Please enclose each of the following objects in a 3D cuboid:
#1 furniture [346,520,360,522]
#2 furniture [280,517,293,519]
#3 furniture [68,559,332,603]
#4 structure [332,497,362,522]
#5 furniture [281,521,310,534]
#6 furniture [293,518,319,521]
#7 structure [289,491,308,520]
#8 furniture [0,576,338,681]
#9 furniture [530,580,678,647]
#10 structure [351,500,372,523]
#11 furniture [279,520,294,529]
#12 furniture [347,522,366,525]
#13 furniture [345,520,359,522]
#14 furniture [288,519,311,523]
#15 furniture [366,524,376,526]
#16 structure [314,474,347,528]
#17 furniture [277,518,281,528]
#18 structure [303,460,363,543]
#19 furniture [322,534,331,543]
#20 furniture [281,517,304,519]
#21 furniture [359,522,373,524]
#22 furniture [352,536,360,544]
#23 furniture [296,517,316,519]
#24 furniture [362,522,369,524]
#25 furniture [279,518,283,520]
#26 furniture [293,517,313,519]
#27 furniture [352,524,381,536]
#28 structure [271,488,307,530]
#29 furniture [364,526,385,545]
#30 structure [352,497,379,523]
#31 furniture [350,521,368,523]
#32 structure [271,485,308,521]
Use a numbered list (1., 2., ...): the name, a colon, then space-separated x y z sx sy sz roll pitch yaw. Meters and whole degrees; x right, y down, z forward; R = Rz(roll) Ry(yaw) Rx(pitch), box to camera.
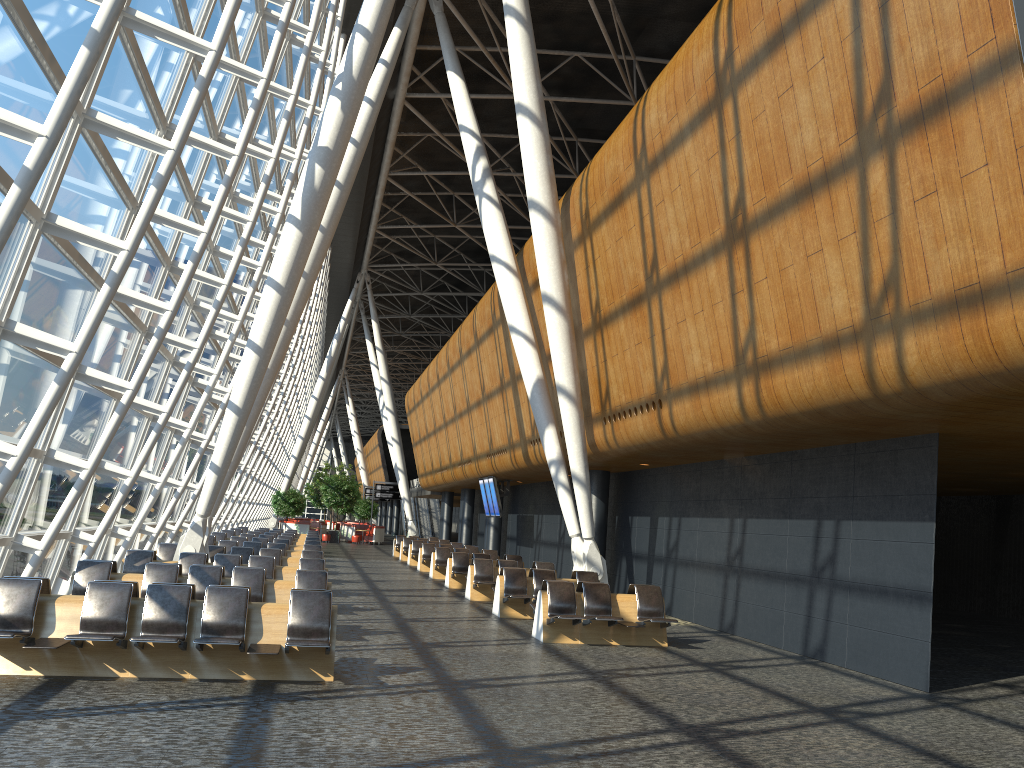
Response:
1. furniture: -16.529 14.765 92.435 1.900 0.863 1.673 5 -8 -12
2. furniture: -19.273 12.533 79.300 3.257 0.863 1.673 5 -8 -12
3. furniture: -4.059 2.836 11.660 3.257 0.863 1.673 5 -8 -12
4. structure: -11.620 8.910 61.574 2.279 3.454 2.236 3 -5 0
5. furniture: -11.694 8.002 47.989 0.895 1.001 2.832 9 -10 -44
6. furniture: -15.505 10.713 66.728 0.888 1.000 2.857 0 -9 30
7. structure: -13.359 7.824 53.346 1.831 2.833 1.798 0 -6 35
8. furniture: -3.401 2.417 8.735 3.257 0.863 1.673 5 -8 -12
9. furniture: 1.316 3.390 13.095 1.900 0.863 1.673 5 -8 -12
10. structure: -11.674 10.250 68.589 1.934 2.976 1.899 0 -6 35
11. furniture: -12.833 8.361 50.718 0.888 0.999 2.856 3 -8 0
12. furniture: -10.450 9.906 59.624 0.895 1.001 2.832 9 -10 -44
13. furniture: -17.187 15.184 95.360 1.900 0.863 1.673 5 -8 -12
14. furniture: -13.338 9.050 55.297 0.895 1.001 2.832 9 -10 -44
15. furniture: -9.311 9.547 56.894 0.888 0.999 2.856 3 -8 0
16. structure: -13.481 8.928 65.806 3.090 4.503 5.801 3 -7 10
17. furniture: -17.299 11.275 70.524 3.257 0.863 1.673 5 -8 -12
18. structure: -10.403 6.657 50.150 3.102 4.503 5.836 5 -7 -20
19. furniture: -9.875 8.213 46.868 0.442 0.457 0.447 0 -7 30
20. furniture: -19.931 12.953 82.225 3.257 0.863 1.673 5 -8 -12
21. furniture: -13.239 12.668 77.809 1.900 0.863 1.673 5 -8 -12
22. furniture: -8.438 8.421 47.632 0.443 0.457 0.447 4 -6 0
23. furniture: -21.904 14.211 91.000 3.257 0.863 1.673 5 -8 -12
24. furniture: -11.214 10.876 66.094 0.890 1.000 2.850 5 -8 -14
25. furniture: -17.957 11.695 73.449 3.257 0.863 1.673 5 -8 -12
26. furniture: -21.246 13.791 88.075 3.257 0.863 1.673 5 -8 -12
27. furniture: -8.807 8.858 52.315 0.895 1.001 2.832 9 -10 -44
28. structure: -11.797 6.862 46.379 1.779 2.761 1.747 0 -6 35
29. furniture: -7.667 8.499 49.586 0.888 0.999 2.856 3 -8 0
30. structure: -9.713 8.872 58.367 1.779 2.761 1.747 0 -6 35
31. furniture: -14.555 13.506 83.659 1.900 0.863 1.673 5 -8 -12
32. structure: -12.516 7.165 49.195 1.930 2.949 1.867 7 -6 -38
